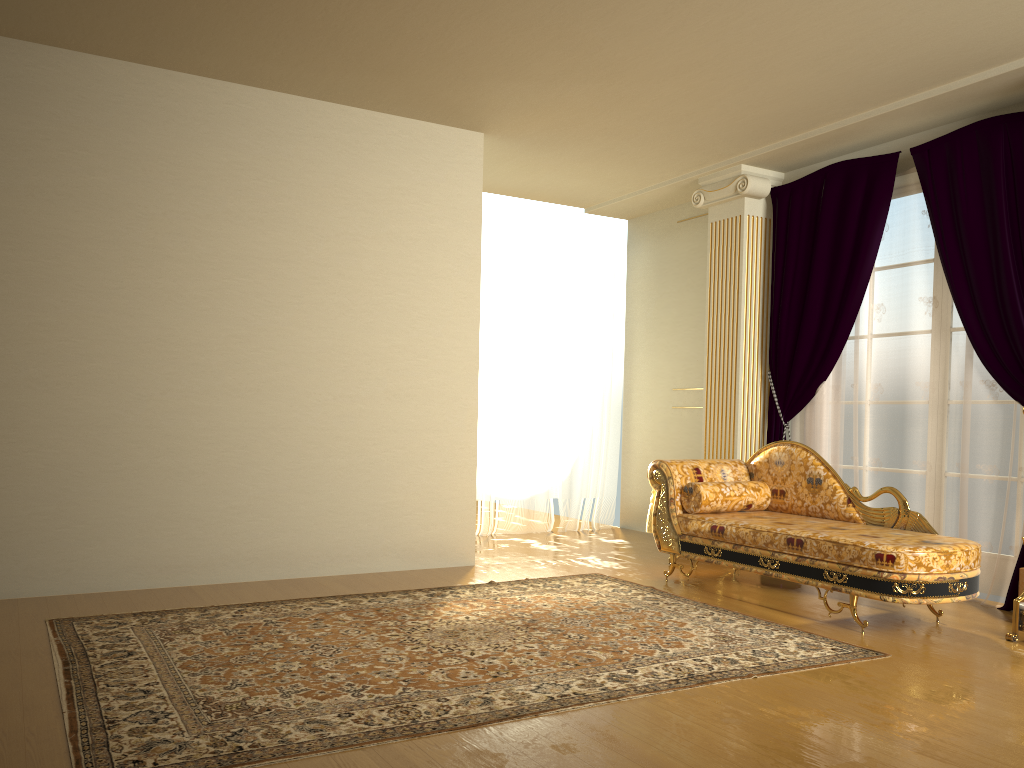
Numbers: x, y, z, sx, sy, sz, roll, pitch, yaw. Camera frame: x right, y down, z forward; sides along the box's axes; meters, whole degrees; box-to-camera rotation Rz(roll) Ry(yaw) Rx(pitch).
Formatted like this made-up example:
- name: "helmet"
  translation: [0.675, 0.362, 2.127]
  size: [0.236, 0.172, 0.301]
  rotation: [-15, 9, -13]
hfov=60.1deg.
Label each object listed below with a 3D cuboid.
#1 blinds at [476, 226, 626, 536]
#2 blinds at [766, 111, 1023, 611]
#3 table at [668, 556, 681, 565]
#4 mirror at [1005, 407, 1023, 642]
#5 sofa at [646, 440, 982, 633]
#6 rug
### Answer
- name: "blinds"
  translation: [0.060, -0.001, 7.305]
  size: [2.167, 2.509, 0.163]
  rotation: [1, 2, -27]
- name: "blinds"
  translation: [2.376, -0.098, 5.312]
  size: [0.339, 2.656, 2.232]
  rotation: [0, 1, -29]
- name: "table"
  translation: [1.298, 0.910, 6.054]
  size: [0.571, 0.644, 0.571]
  rotation: [1, 0, 15]
- name: "mirror"
  translation: [2.458, 0.319, 3.826]
  size: [0.243, 1.702, 0.540]
  rotation: [1, 2, -20]
- name: "sofa"
  translation: [1.552, 0.750, 4.803]
  size: [0.694, 0.871, 1.892]
  rotation: [1, -1, -30]
- name: "rug"
  translation: [-0.262, 1.100, 3.865]
  size: [3.080, 0.017, 2.116]
  rotation: [2, -2, -30]
